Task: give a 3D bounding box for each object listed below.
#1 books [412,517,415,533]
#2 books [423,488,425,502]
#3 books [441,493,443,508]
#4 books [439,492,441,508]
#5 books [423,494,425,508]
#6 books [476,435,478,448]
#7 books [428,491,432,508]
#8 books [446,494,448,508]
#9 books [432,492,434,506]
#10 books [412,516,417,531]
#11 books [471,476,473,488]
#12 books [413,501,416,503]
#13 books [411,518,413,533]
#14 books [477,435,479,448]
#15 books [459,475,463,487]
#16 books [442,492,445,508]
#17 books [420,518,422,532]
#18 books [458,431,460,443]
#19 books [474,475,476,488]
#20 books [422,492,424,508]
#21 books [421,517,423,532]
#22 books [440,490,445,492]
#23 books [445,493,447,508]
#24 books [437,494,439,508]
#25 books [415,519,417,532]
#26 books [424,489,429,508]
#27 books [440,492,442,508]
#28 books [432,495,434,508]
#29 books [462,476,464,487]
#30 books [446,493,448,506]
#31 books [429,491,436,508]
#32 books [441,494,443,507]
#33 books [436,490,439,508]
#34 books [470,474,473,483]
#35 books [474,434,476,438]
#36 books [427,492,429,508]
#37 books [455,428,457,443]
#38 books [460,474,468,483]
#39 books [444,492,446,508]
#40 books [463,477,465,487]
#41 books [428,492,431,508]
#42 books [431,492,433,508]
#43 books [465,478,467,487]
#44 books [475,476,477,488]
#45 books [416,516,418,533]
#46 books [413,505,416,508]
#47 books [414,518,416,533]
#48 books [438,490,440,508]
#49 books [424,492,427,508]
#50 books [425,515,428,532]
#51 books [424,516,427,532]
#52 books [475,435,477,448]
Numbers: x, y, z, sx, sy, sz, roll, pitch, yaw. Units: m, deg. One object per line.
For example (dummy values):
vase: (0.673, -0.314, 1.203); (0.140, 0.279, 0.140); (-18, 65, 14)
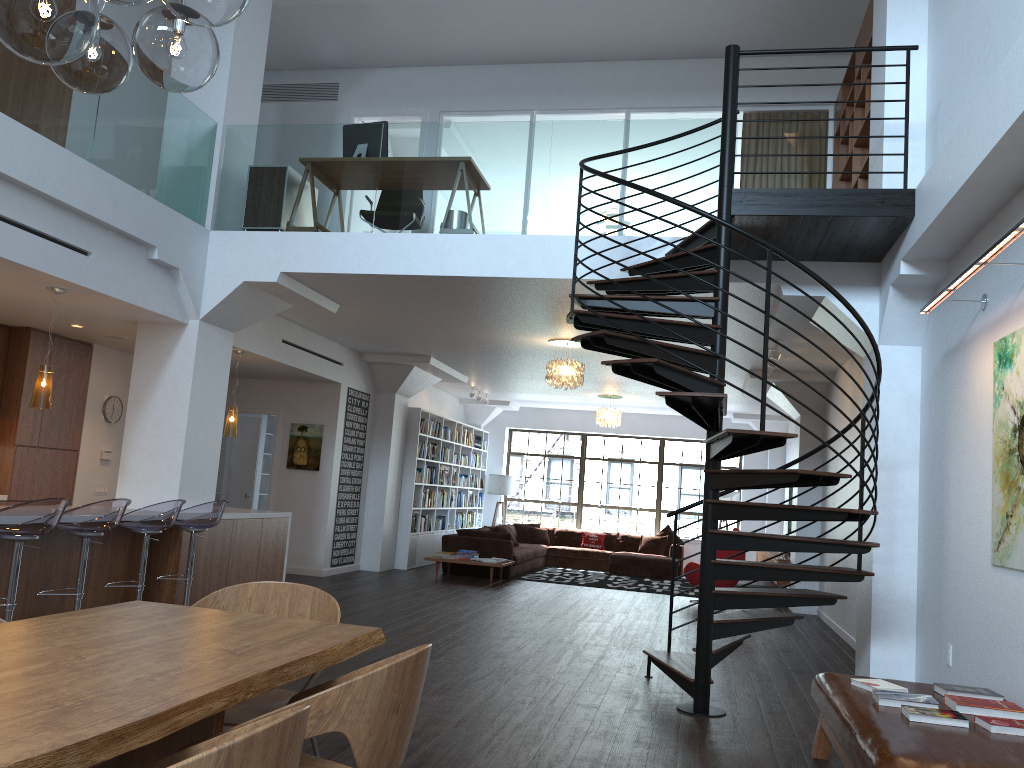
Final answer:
books: (-1.568, 2.125, 13.417); (0.174, 0.240, 0.054); (3, -7, 12)
books: (-1.447, 1.775, 13.845); (0.140, 0.298, 0.044); (3, -7, 12)
books: (-1.250, 1.946, 14.874); (0.174, 0.240, 0.045); (3, -7, 12)
books: (-1.276, 1.918, 14.723); (0.183, 0.253, 0.034); (3, -7, 12)
books: (-1.447, 1.826, 13.886); (0.144, 0.207, 0.048); (3, -7, 12)
books: (-0.759, 1.101, 16.989); (0.183, 0.253, 0.042); (3, -7, 12)
books: (-1.378, 1.854, 14.261); (0.183, 0.253, 0.034); (3, -7, 12)
books: (-1.182, 1.994, 15.157); (0.161, 0.223, 0.026); (3, -7, 12)
books: (-1.365, 1.863, 14.326); (0.183, 0.253, 0.034); (3, -7, 12)
books: (-1.554, 2.133, 13.529); (0.183, 0.253, 0.042); (3, -7, 12)
books: (-0.830, 1.838, 16.730); (0.161, 0.223, 0.032); (3, -7, 12)
books: (-1.573, 1.786, 13.479); (0.174, 0.032, 0.254); (3, -7, 7)
books: (-1.578, 2.128, 13.374); (0.161, 0.223, 0.032); (3, -7, 12)
books: (-0.734, 1.113, 17.072); (0.183, 0.253, 0.042); (3, -7, 12)
books: (-0.969, 1.754, 16.063); (0.140, 0.206, 0.042); (3, -7, 12)
books: (-1.231, 1.945, 14.910); (0.183, 0.253, 0.034); (3, -7, 12)
books: (-1.488, 2.187, 13.802); (0.161, 0.223, 0.032); (3, -7, 12)
books: (-1.011, 0.943, 15.717); (0.161, 0.223, 0.032); (3, -7, 12)
books: (-0.782, 1.859, 17.002); (0.183, 0.253, 0.042); (3, -7, 12)
books: (-1.476, 1.792, 13.797); (0.189, 0.247, 0.057); (3, -7, 12)
books: (-1.489, 2.188, 13.848); (0.176, 0.231, 0.053); (3, -7, 12)
books: (-1.231, 1.931, 14.948); (0.176, 0.290, 0.036); (3, -7, 12)
books: (-1.207, 1.968, 15.089); (0.183, 0.253, 0.034); (3, -7, 12)
books: (-1.293, 1.905, 14.616); (0.160, 0.250, 0.026); (3, -7, 12)
books: (-1.546, 2.153, 13.563); (0.161, 0.223, 0.033); (3, -7, 12)
books: (-1.423, 1.807, 14.062); (0.176, 0.290, 0.053); (3, -7, 12)
books: (-1.266, 1.923, 14.754); (0.183, 0.253, 0.034); (3, -7, 12)
books: (-1.364, 1.874, 14.364); (0.174, 0.240, 0.045); (3, -7, 12)
books: (-0.957, 1.767, 16.100); (0.139, 0.191, 0.036); (3, -7, 12)
books: (-1.200, 1.980, 15.126); (0.174, 0.240, 0.045); (3, -7, 12)
books: (-1.340, 1.876, 14.425); (0.183, 0.253, 0.034); (3, -7, 12)
books: (-1.250, 1.949, 14.837); (0.161, 0.223, 0.027); (3, -7, 12)
books: (-1.315, 1.882, 14.577); (0.198, 0.284, 0.066); (3, -7, 12)
books: (-0.835, 1.827, 16.771); (0.183, 0.253, 0.042); (3, -7, 12)
books: (-0.789, 1.083, 16.863); (0.183, 0.253, 0.042); (3, -7, 12)
books: (-1.426, 1.841, 14.135); (0.174, 0.240, 0.045); (3, -7, 12)
books: (-1.066, 0.893, 15.474); (0.183, 0.253, 0.042); (3, -7, 12)
books: (-0.891, 1.791, 16.422); (0.140, 0.231, 0.042); (3, -7, 12)
books: (-1.221, 1.953, 14.993); (0.180, 0.259, 0.060); (3, -7, 12)
books: (-0.936, 1.786, 16.191); (0.128, 0.178, 0.022); (3, -7, 12)
books: (-1.393, 1.846, 14.180); (0.171, 0.246, 0.057); (3, -7, 12)
books: (-1.368, 1.858, 14.292); (0.183, 0.253, 0.034); (3, -7, 12)
books: (-0.901, 1.812, 16.333); (0.120, 0.167, 0.020); (3, -7, 12)
books: (-0.765, 1.881, 17.088); (0.174, 0.236, 0.142); (3, -7, 12)
books: (-1.536, 2.145, 13.609); (0.180, 0.251, 0.048); (3, -7, 12)
books: (-1.575, 1.853, 13.475); (0.197, 0.035, 0.284); (4, -7, 2)
books: (-1.549, 2.144, 13.488); (0.161, 0.223, 0.032); (3, -7, 12)
books: (-1.284, 1.894, 14.683); (0.176, 0.290, 0.053); (3, -7, 12)
books: (-1.439, 1.818, 13.978); (0.171, 0.246, 0.057); (3, -7, 12)
books: (-1.434, 2.210, 14.106); (0.180, 0.259, 0.042); (3, -7, 12)
books: (-1.446, 2.206, 14.027); (0.171, 0.246, 0.039); (3, -7, 12)
books: (-0.774, 1.089, 16.904); (0.183, 0.253, 0.042); (3, -7, 12)
